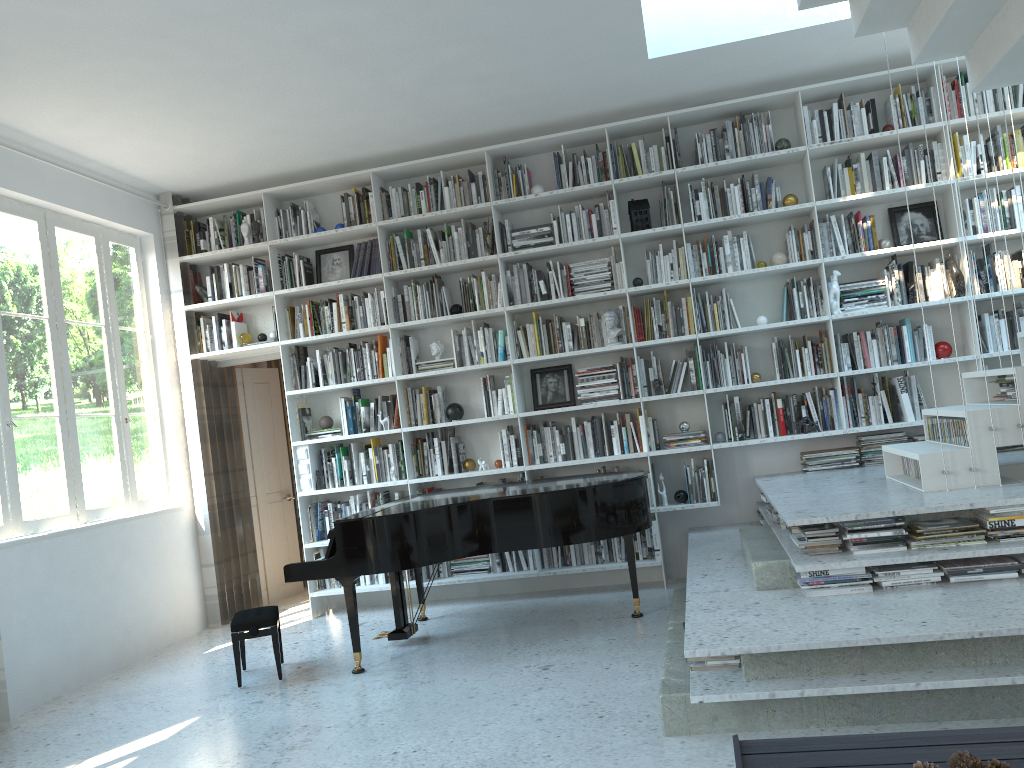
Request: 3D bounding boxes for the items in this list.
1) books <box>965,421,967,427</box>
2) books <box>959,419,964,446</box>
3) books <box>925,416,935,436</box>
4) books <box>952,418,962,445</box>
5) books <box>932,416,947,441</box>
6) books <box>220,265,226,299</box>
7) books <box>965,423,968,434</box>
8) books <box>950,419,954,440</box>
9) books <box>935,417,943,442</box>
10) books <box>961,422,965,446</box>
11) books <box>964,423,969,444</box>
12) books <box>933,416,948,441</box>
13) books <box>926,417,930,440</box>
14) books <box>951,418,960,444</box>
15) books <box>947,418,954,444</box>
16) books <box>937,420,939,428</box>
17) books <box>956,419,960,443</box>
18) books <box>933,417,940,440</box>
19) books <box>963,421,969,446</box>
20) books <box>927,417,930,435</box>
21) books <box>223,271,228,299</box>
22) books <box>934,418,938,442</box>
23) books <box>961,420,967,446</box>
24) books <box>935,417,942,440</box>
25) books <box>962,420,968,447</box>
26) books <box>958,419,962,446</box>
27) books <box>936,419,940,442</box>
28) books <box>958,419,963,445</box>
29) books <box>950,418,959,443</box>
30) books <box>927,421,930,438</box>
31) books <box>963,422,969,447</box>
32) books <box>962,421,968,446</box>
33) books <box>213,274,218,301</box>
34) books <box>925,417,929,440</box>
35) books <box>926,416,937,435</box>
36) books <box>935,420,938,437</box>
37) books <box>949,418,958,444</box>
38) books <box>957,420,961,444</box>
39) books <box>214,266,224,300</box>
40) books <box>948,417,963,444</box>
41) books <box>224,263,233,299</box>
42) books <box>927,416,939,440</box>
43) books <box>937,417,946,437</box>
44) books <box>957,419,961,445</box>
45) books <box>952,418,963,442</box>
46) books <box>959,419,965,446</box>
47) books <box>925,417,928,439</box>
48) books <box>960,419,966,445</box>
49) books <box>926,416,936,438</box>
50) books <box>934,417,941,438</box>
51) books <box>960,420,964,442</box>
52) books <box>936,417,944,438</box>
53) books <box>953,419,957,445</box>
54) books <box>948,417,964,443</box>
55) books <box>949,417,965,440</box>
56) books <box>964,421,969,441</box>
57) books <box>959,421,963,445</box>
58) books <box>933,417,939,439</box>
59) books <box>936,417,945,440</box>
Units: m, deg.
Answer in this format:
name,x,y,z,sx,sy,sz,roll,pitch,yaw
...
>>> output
name,x,y,z,sx,sy,sz,roll,pitch,yaw
books,2.204,0.227,4.155,0.125,0.123,0.035,-8,-2,11
books,2.228,0.228,4.274,0.125,0.125,0.010,-8,-2,11
books,2.356,0.240,4.896,0.125,0.125,0.008,-8,-2,11
books,2.252,0.230,4.389,0.125,0.125,0.012,-8,-2,11
books,2.325,0.237,4.748,0.125,0.125,0.010,-8,-2,11
books,-2.157,-0.749,6.737,0.028,0.288,0.132,-8,-2,11
books,2.206,0.228,4.162,0.125,0.123,0.036,-8,-2,11
books,2.256,0.230,4.407,0.125,0.125,0.009,-8,-2,11
books,2.313,0.236,4.686,0.125,0.125,0.008,-8,-2,11
books,2.221,0.227,4.236,0.125,0.125,0.008,-8,-2,11
books,2.209,0.228,4.177,0.125,0.123,0.034,-8,-2,11
books,2.322,0.237,4.731,0.125,0.125,0.009,-8,-2,11
books,2.350,0.239,4.866,0.125,0.125,0.008,-8,-2,11
books,2.254,0.230,4.399,0.125,0.125,0.007,-8,-2,11
books,2.268,0.232,4.469,0.125,0.125,0.013,-8,-2,11
books,2.305,0.235,4.648,0.125,0.125,0.008,-8,-2,11
books,2.236,0.229,4.309,0.125,0.125,0.007,-8,-2,11
books,2.320,0.237,4.724,0.125,0.125,0.009,-8,-2,11
books,2.210,0.228,4.185,0.125,0.123,0.034,-8,-2,11
books,2.347,0.239,4.851,0.125,0.125,0.007,-8,-2,11
books,-2.129,-0.728,6.730,0.024,0.239,0.155,-8,-2,11
books,2.317,0.236,4.708,0.125,0.125,0.008,-8,-2,11
books,2.219,0.227,4.226,0.125,0.125,0.011,-8,-2,11
books,2.316,0.236,4.701,0.125,0.125,0.008,-8,-2,11
books,2.215,0.228,4.208,0.125,0.123,0.034,-8,-2,11
books,2.231,0.228,4.288,0.125,0.125,0.008,-8,-2,11
books,2.310,0.235,4.670,0.125,0.125,0.007,-8,-2,11
books,2.230,0.228,4.281,0.125,0.125,0.010,-8,-2,11
books,2.257,0.231,4.415,0.125,0.125,0.013,-8,-2,11
books,2.348,0.239,4.859,0.125,0.125,0.009,-8,-2,11
books,2.212,0.228,4.193,0.125,0.123,0.036,-8,-2,11
books,2.214,0.228,4.201,0.125,0.123,0.035,-8,-2,11
books,-2.204,-0.714,6.728,0.023,0.228,0.171,-8,-2,11
books,2.354,0.240,4.889,0.125,0.125,0.009,-8,-2,11
books,2.351,0.239,4.873,0.125,0.125,0.007,-8,-2,11
books,2.314,0.236,4.693,0.125,0.125,0.008,-8,-2,11
books,2.260,0.231,4.429,0.125,0.125,0.016,-8,-2,11
books,2.233,0.228,4.295,0.125,0.125,0.008,-8,-2,11
books,-2.186,-0.744,6.720,0.023,0.282,0.186,-8,-2,11
books,2.266,0.232,4.460,0.125,0.125,0.009,-8,-2,11
books,-2.106,-0.756,6.699,0.021,0.286,0.179,-8,-2,11
books,2.345,0.239,4.844,0.125,0.125,0.008,-8,-2,11
books,2.306,0.235,4.655,0.125,0.125,0.007,-8,-2,11
books,2.234,0.228,4.302,0.125,0.125,0.008,-8,-2,11
books,2.250,0.230,4.379,0.125,0.125,0.018,-8,-2,11
books,2.225,0.228,4.258,0.125,0.125,0.008,-8,-2,11
books,2.357,0.240,4.904,0.125,0.125,0.008,-8,-2,11
books,2.224,0.228,4.250,0.125,0.125,0.008,-8,-2,11
books,2.353,0.239,4.880,0.125,0.125,0.008,-8,-2,11
books,2.319,0.236,4.715,0.125,0.125,0.007,-8,-2,11
books,2.222,0.227,4.243,0.125,0.125,0.007,-8,-2,11
books,2.311,0.236,4.677,0.125,0.125,0.008,-8,-2,11
books,2.247,0.230,4.366,0.125,0.125,0.009,-8,-2,11
books,2.264,0.231,4.450,0.125,0.125,0.011,-8,-2,11
books,2.262,0.231,4.440,0.125,0.125,0.009,-8,-2,11
books,2.207,0.228,4.170,0.125,0.123,0.035,-8,-2,11
books,2.227,0.228,4.265,0.125,0.125,0.008,-8,-2,11
books,2.324,0.237,4.739,0.125,0.125,0.007,-8,-2,11
books,2.308,0.235,4.663,0.125,0.125,0.007,-8,-2,11
